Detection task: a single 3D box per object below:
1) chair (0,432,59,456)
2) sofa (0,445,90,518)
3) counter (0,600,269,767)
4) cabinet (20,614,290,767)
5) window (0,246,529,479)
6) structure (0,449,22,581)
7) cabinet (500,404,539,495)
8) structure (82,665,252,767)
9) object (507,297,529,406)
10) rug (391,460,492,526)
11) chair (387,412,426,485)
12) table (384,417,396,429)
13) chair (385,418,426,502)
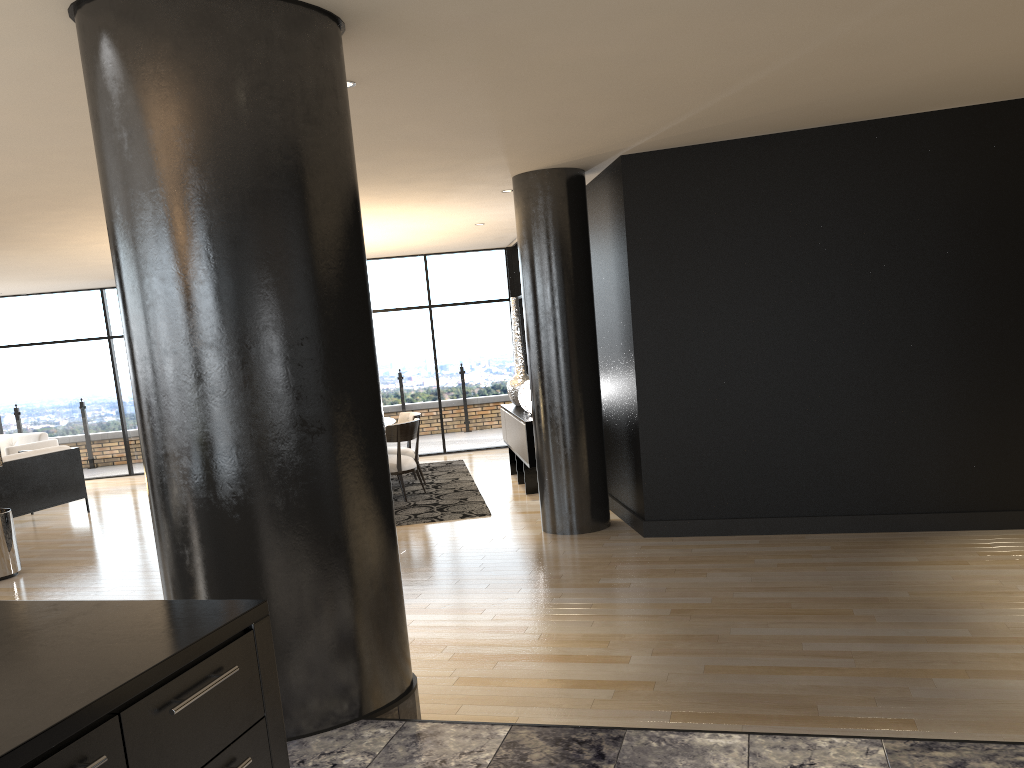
[{"bbox_3d":[-6.529,1.100,11.393,1.002,0.866,0.844,-4,6,16],"label":"chair"},{"bbox_3d":[-5.494,1.165,9.109,0.839,0.812,2.008,-3,4,16],"label":"sofa"},{"bbox_3d":[-1.496,0.636,0.561,1.181,0.032,3.079,-4,3,16],"label":"counter"},{"bbox_3d":[-1.449,1.170,0.641,1.181,1.049,3.079,-3,4,16],"label":"cabinet"},{"bbox_3d":[-5.001,-0.665,4.926,10.129,4.839,15.724,-5,4,3],"label":"window"},{"bbox_3d":[-4.551,0.223,6.936,0.893,2.776,0.578,-5,8,4],"label":"structure"},{"bbox_3d":[0.320,0.650,9.326,0.610,0.774,2.217,-6,4,-6],"label":"cabinet"},{"bbox_3d":[-1.207,0.688,0.491,0.656,1.029,2.744,-3,4,15],"label":"structure"},{"bbox_3d":[0.077,-0.365,9.940,0.344,1.223,0.339,-5,8,2],"label":"object"},{"bbox_3d":[-1.759,1.208,9.526,2.714,0.011,3.688,-6,3,-7],"label":"rug"},{"bbox_3d":[-1.288,0.747,9.811,0.613,0.816,0.638,-8,7,-20],"label":"chair"},{"bbox_3d":[-1.799,0.833,9.405,1.208,0.777,2.086,-6,4,-5],"label":"table"},{"bbox_3d":[-1.232,0.787,9.022,0.617,0.816,0.634,-2,7,22],"label":"chair"}]
